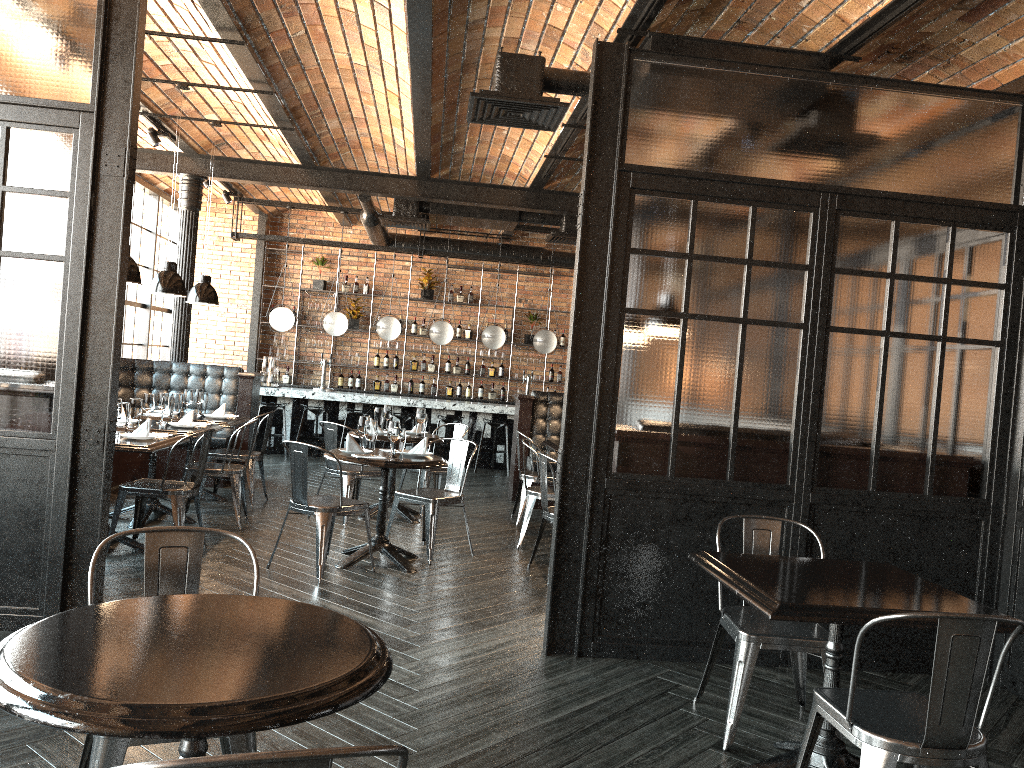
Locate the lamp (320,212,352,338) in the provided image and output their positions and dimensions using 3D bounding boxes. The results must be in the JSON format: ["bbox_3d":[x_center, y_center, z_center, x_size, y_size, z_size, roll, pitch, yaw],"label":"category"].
[{"bbox_3d":[-2.385,-1.515,12.263,0.340,1.754,0.340,6,1,41],"label":"lamp"}]

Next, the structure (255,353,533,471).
[{"bbox_3d":[-1.033,0.405,13.056,5.346,1.430,1.930,5,1,-5],"label":"structure"}]

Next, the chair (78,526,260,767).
[{"bbox_3d":[-0.951,0.877,2.485,0.504,0.857,0.558,4,1,-25],"label":"chair"}]

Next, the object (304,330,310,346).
[{"bbox_3d":[-3.213,-0.724,13.914,0.092,0.244,0.092,5,1,0],"label":"object"}]

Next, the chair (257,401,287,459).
[{"bbox_3d":[-3.195,0.596,11.743,0.475,0.737,0.414,4,1,-15],"label":"chair"}]

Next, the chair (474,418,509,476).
[{"bbox_3d":[-0.243,0.834,12.027,0.475,0.737,0.414,5,1,0],"label":"chair"}]

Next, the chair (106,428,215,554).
[{"bbox_3d":[-2.329,0.705,5.946,0.558,0.857,0.504,5,1,0],"label":"chair"}]

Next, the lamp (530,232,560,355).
[{"bbox_3d":[0.523,-1.280,12.543,0.340,1.754,0.340,6,1,41],"label":"lamp"}]

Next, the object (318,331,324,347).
[{"bbox_3d":[-3.005,-0.708,13.934,0.092,0.244,0.092,5,1,0],"label":"object"}]

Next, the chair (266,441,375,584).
[{"bbox_3d":[-1.226,0.798,5.805,0.504,0.857,0.558,5,1,34],"label":"chair"}]

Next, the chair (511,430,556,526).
[{"bbox_3d":[0.283,0.879,8.355,0.558,0.857,0.504,5,1,-5],"label":"chair"}]

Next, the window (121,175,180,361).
[{"bbox_3d":[-4.480,-0.917,5.559,0.168,3.253,16.179,5,1,-5],"label":"window"}]

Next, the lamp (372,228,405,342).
[{"bbox_3d":[-1.658,-1.456,12.333,0.340,1.754,0.340,6,1,41],"label":"lamp"}]

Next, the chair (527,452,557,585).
[{"bbox_3d":[0.435,0.928,6.229,0.558,0.857,0.504,4,1,-15],"label":"chair"}]

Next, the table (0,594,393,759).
[{"bbox_3d":[-0.732,0.953,2.010,0.866,0.758,0.866,4,1,-17],"label":"table"}]

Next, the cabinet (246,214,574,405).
[{"bbox_3d":[-2.403,-0.841,14.040,7.075,3.779,0.564,5,1,-5],"label":"cabinet"}]

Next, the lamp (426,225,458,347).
[{"bbox_3d":[-0.931,-1.397,12.403,0.340,1.754,0.340,6,1,41],"label":"lamp"}]

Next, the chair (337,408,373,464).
[{"bbox_3d":[-2.070,0.687,11.851,0.475,0.737,0.414,5,1,-10],"label":"chair"}]

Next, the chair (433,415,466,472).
[{"bbox_3d":[-0.857,0.784,11.968,0.475,0.737,0.414,5,1,-10],"label":"chair"}]

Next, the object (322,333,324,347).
[{"bbox_3d":[-3.021,-0.712,14.098,0.092,0.244,0.092,5,1,0],"label":"object"}]

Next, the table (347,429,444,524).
[{"bbox_3d":[-1.079,0.823,8.024,0.866,0.758,0.866,4,1,-42],"label":"table"}]

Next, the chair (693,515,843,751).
[{"bbox_3d":[1.099,1.024,3.738,0.504,0.857,0.558,5,1,0],"label":"chair"}]

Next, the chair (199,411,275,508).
[{"bbox_3d":[-2.495,0.655,8.101,0.558,0.857,0.504,5,1,0],"label":"chair"}]

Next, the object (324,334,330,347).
[{"bbox_3d":[-2.902,-0.699,13.944,0.092,0.244,0.092,5,1,0],"label":"object"}]

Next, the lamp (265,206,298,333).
[{"bbox_3d":[-3.112,-1.573,12.193,0.340,1.754,0.340,6,1,41],"label":"lamp"}]

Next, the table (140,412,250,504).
[{"bbox_3d":[-2.942,0.669,8.091,0.872,0.758,0.872,5,1,-5],"label":"table"}]

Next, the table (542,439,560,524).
[{"bbox_3d":[0.747,0.967,8.431,0.872,0.758,0.872,5,1,-5],"label":"table"}]

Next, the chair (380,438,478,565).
[{"bbox_3d":[-0.582,0.838,6.591,0.504,0.857,0.558,5,1,34],"label":"chair"}]

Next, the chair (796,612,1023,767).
[{"bbox_3d":[1.198,1.050,2.711,0.504,0.857,0.558,5,1,-5],"label":"chair"}]

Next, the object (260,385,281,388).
[{"bbox_3d":[-3.376,0.030,12.295,0.273,0.019,0.437,5,1,-5],"label":"object"}]

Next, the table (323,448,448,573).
[{"bbox_3d":[-0.907,0.868,6.197,0.866,0.758,0.866,4,1,-42],"label":"table"}]

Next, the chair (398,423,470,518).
[{"bbox_3d":[-0.735,0.794,8.422,0.558,0.857,0.504,4,1,-40],"label":"chair"}]

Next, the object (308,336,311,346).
[{"bbox_3d":[-3.228,-0.728,14.078,0.092,0.244,0.092,5,1,0],"label":"object"}]

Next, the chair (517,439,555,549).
[{"bbox_3d":[0.325,0.901,7.273,0.558,0.857,0.504,5,1,5],"label":"chair"}]

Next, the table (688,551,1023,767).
[{"bbox_3d":[1.161,1.088,3.222,0.872,0.758,0.872,5,1,-5],"label":"table"}]

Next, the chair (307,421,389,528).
[{"bbox_3d":[-1.384,0.754,7.633,0.504,0.857,0.558,5,1,39],"label":"chair"}]

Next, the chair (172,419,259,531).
[{"bbox_3d":[-2.340,0.685,7.068,0.558,0.857,0.504,5,1,-10],"label":"chair"}]

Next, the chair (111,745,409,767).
[{"bbox_3d":[-0.466,0.933,1.513,0.504,0.857,0.558,4,1,-20],"label":"chair"}]

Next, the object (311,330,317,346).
[{"bbox_3d":[-3.104,-0.716,13.925,0.092,0.244,0.092,5,1,0],"label":"object"}]

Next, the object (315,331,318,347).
[{"bbox_3d":[-3.119,-0.720,14.089,0.092,0.244,0.092,5,1,0],"label":"object"}]

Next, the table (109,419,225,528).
[{"bbox_3d":[-2.838,0.696,6.993,0.872,0.758,0.872,5,1,-5],"label":"table"}]

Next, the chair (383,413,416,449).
[{"bbox_3d":[-1.493,0.733,11.906,0.475,0.737,0.414,5,1,5],"label":"chair"}]

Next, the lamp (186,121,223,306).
[{"bbox_3d":[-2.749,-1.551,8.064,0.291,1.653,0.291,6,1,40],"label":"lamp"}]

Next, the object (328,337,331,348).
[{"bbox_3d":[-2.918,-0.703,14.108,0.092,0.244,0.092,5,1,0],"label":"object"}]

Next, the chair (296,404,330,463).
[{"bbox_3d":[-2.629,0.642,11.797,0.475,0.737,0.414,5,1,0],"label":"chair"}]

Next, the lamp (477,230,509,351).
[{"bbox_3d":[-0.204,-1.339,12.473,0.340,1.754,0.340,6,1,41],"label":"lamp"}]

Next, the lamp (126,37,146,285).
[{"bbox_3d":[-2.542,-1.496,5.870,0.291,1.653,0.291,4,1,-31],"label":"lamp"}]

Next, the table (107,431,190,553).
[{"bbox_3d":[-2.736,0.722,5.908,0.872,0.758,0.872,5,1,-5],"label":"table"}]

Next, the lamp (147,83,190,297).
[{"bbox_3d":[-2.646,-1.523,6.967,0.291,1.653,0.291,5,1,20],"label":"lamp"}]
